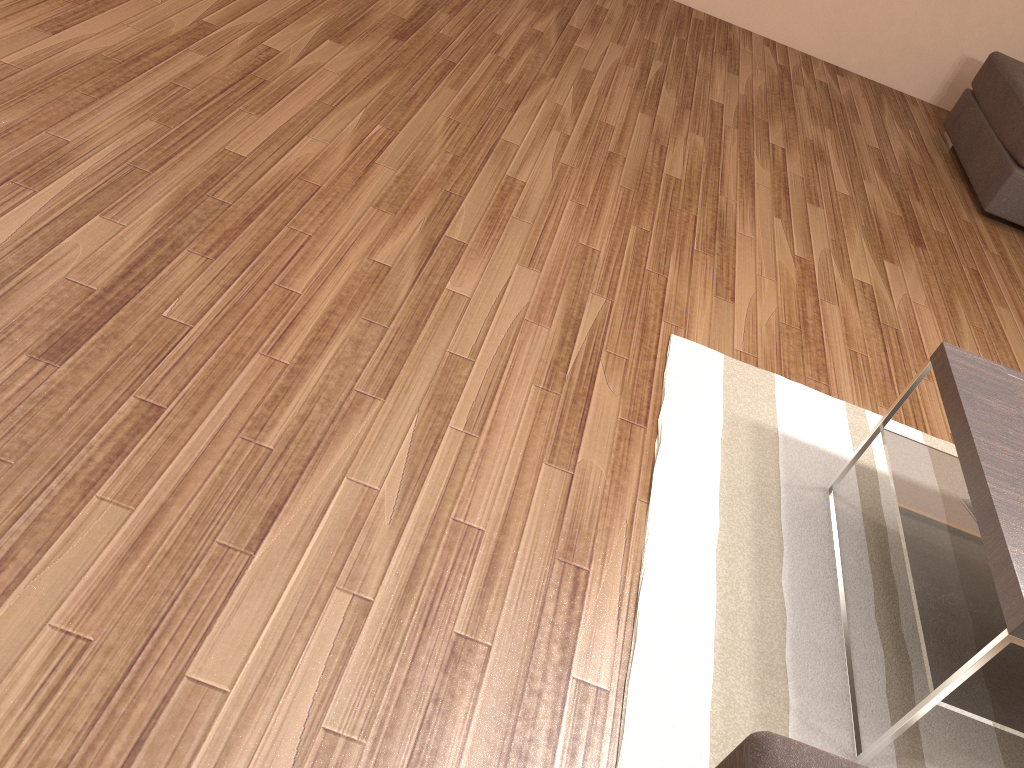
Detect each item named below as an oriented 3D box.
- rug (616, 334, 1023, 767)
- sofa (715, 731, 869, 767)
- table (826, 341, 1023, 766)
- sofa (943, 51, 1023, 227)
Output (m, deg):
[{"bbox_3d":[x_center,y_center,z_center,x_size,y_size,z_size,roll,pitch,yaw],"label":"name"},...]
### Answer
[{"bbox_3d":[1.314,0.745,2.207,2.122,0.024,1.791,21,38,-1],"label":"rug"},{"bbox_3d":[1.738,1.449,0.996,3.565,0.776,1.906,21,38,-1],"label":"sofa"},{"bbox_3d":[1.403,0.548,2.031,1.110,0.558,0.856,21,38,-1],"label":"table"},{"bbox_3d":[3.307,-0.478,3.996,1.906,0.776,3.565,21,38,-1],"label":"sofa"}]
